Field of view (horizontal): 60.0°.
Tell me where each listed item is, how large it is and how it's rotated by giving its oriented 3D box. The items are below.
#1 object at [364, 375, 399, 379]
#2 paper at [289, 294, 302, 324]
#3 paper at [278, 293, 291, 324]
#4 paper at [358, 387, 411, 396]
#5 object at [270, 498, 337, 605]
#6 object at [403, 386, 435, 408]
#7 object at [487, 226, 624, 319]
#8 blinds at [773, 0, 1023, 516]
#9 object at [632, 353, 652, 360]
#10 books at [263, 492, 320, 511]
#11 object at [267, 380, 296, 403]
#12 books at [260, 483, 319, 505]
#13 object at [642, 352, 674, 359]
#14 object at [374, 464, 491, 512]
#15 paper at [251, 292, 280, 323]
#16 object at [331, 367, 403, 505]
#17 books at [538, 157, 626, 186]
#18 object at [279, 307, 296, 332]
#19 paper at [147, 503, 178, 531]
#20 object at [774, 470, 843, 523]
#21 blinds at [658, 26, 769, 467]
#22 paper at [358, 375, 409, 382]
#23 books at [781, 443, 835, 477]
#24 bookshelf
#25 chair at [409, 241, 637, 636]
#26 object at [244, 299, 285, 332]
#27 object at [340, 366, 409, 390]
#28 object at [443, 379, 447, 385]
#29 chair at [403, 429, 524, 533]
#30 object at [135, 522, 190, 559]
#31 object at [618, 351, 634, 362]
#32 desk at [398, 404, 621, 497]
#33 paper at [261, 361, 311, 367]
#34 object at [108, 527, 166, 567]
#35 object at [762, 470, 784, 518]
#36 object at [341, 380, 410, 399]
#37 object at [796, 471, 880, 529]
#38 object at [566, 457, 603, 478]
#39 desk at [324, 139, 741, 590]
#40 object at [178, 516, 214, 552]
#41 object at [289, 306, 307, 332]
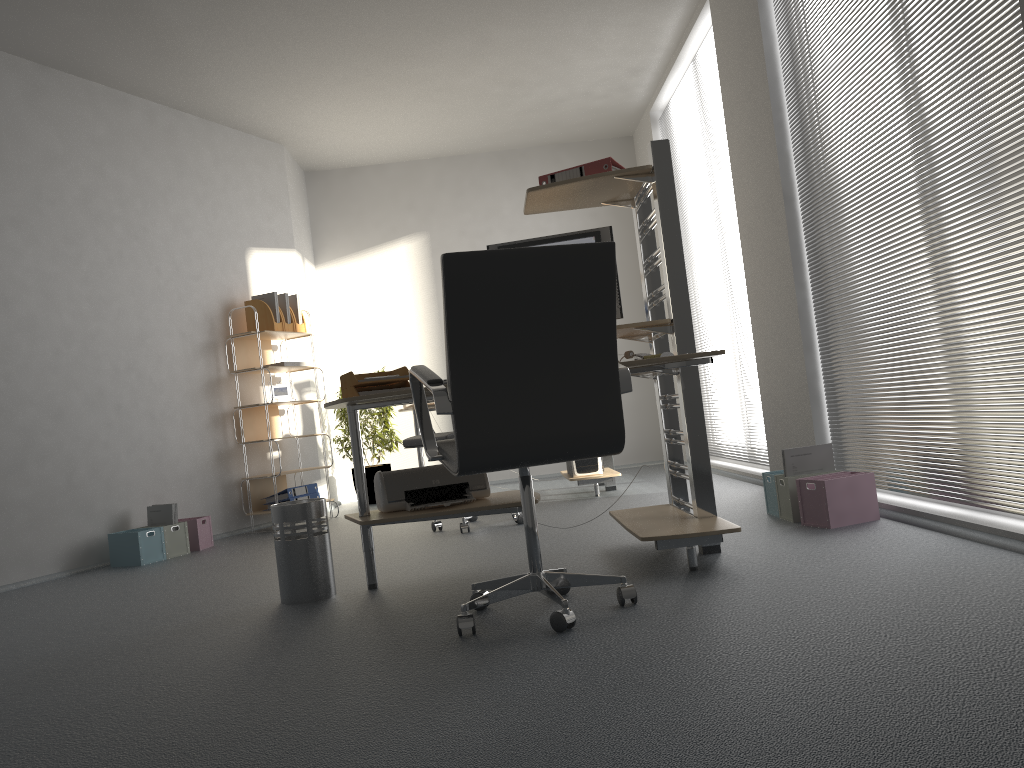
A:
[{"bbox_3d":[-0.516,-0.026,3.504,0.159,0.009,0.008,-5,-2,-38],"label":"object"},{"bbox_3d":[-1.660,-0.506,6.613,0.213,0.297,0.045,-8,-2,29],"label":"paper"},{"bbox_3d":[-1.721,-0.503,6.505,0.213,0.297,0.045,-8,-2,26],"label":"paper"},{"bbox_3d":[-0.546,0.041,3.597,0.210,0.019,0.297,-6,-2,-22],"label":"paper"},{"bbox_3d":[-0.797,0.639,3.392,0.208,0.377,0.208,-9,-3,42],"label":"object"},{"bbox_3d":[-0.567,0.074,6.388,0.438,0.162,0.351,-7,-2,-10],"label":"object"},{"bbox_3d":[0.196,-0.398,3.676,0.516,0.418,0.245,-8,-2,21],"label":"object"},{"bbox_3d":[1.460,-0.936,3.433,0.022,2.770,1.950,-7,-2,-1],"label":"blinds"},{"bbox_3d":[0.505,-0.096,3.395,0.022,0.042,0.134,-9,-3,41],"label":"object"},{"bbox_3d":[-1.583,0.842,6.369,0.262,0.072,0.320,-8,-2,27],"label":"books"},{"bbox_3d":[-1.668,0.057,6.396,0.077,0.161,0.192,-9,-3,44],"label":"object"},{"bbox_3d":[-1.598,0.789,6.375,0.263,0.100,0.320,-8,-2,27],"label":"books"},{"bbox_3d":[0.527,-0.098,3.199,0.132,0.026,0.132,-7,-2,-1],"label":"object"},{"bbox_3d":[-0.301,0.398,3.488,0.438,0.162,0.351,-6,-2,-17],"label":"object"},{"bbox_3d":[-1.773,-0.500,6.392,0.213,0.297,0.045,-8,-2,24],"label":"paper"},{"bbox_3d":[-1.187,0.436,7.460,0.544,1.147,0.644,-8,-2,27],"label":"object"},{"bbox_3d":[0.313,-0.829,3.616,0.320,0.072,0.262,-8,-2,31],"label":"books"},{"bbox_3d":[-1.726,-0.483,6.485,0.243,0.259,0.113,-8,-2,26],"label":"object"},{"bbox_3d":[-2.108,0.881,5.358,0.220,0.306,0.068,-8,-2,25],"label":"paper"},{"bbox_3d":[1.308,0.491,3.878,0.245,0.202,0.185,-7,-2,-1],"label":"object"},{"bbox_3d":[1.399,-0.834,6.232,0.037,2.749,1.950,-7,-2,-1],"label":"blinds"},{"bbox_3d":[-0.552,-0.010,3.598,0.210,0.010,0.297,-6,-2,-22],"label":"paper"},{"bbox_3d":[1.300,0.421,3.866,0.220,0.306,0.068,-7,-2,-1],"label":"books"},{"bbox_3d":[-1.662,0.239,6.407,0.381,1.572,0.724,-8,-2,26],"label":"bookshelf"},{"bbox_3d":[0.030,0.169,2.671,0.584,1.048,0.652,-6,-2,-15],"label":"chair"},{"bbox_3d":[-1.778,-0.481,6.372,0.243,0.259,0.113,-8,-2,24],"label":"object"},{"bbox_3d":[-0.554,-0.027,3.600,0.225,0.060,0.309,-6,-2,-22],"label":"object"},{"bbox_3d":[0.013,0.000,3.483,0.478,0.082,0.814,-7,-2,6],"label":"object"},{"bbox_3d":[-0.222,0.279,5.041,0.652,1.048,0.584,-5,-2,-36],"label":"chair"},{"bbox_3d":[-2.107,0.951,5.342,0.245,0.202,0.185,-8,-2,25],"label":"object"},{"bbox_3d":[0.428,-0.095,3.468,0.159,0.064,0.054,-6,-2,-34],"label":"object"},{"bbox_3d":[-0.103,0.042,6.158,1.469,1.566,0.967,-7,-2,-1],"label":"desk"},{"bbox_3d":[-1.652,-0.129,6.499,0.213,0.046,0.297,-8,-2,26],"label":"paper"},{"bbox_3d":[-2.186,0.955,5.175,0.245,0.202,0.185,-8,-2,25],"label":"object"},{"bbox_3d":[1.304,0.498,4.063,0.245,0.202,0.185,-7,-2,-1],"label":"object"},{"bbox_3d":[-0.548,0.029,3.598,0.225,0.060,0.309,-6,-2,-22],"label":"object"},{"bbox_3d":[1.340,0.480,3.654,0.245,0.202,0.185,-6,-2,-19],"label":"object"},{"bbox_3d":[0.473,0.406,6.080,0.199,0.422,0.471,-7,-2,-1],"label":"object"},{"bbox_3d":[-0.044,-0.059,3.366,1.469,1.566,0.967,-7,-2,-1],"label":"desk"},{"bbox_3d":[-2.035,0.950,5.558,0.245,0.202,0.185,-7,-2,7],"label":"object"},{"bbox_3d":[-1.667,-0.486,6.594,0.243,0.259,0.113,-8,-2,29],"label":"object"}]
